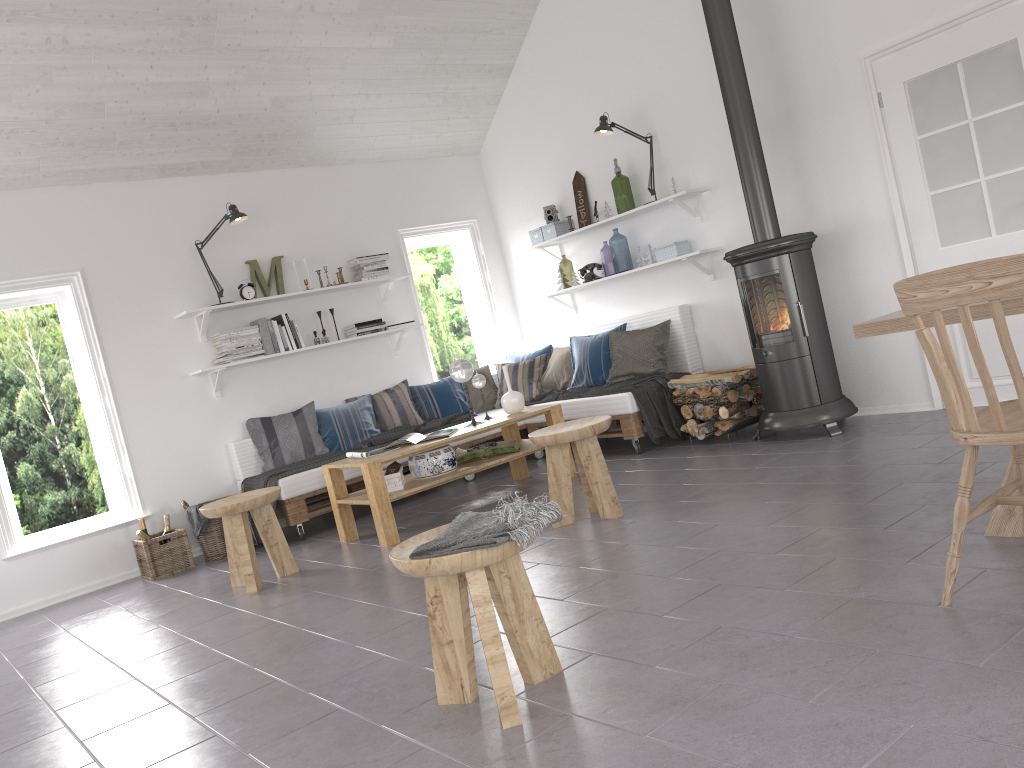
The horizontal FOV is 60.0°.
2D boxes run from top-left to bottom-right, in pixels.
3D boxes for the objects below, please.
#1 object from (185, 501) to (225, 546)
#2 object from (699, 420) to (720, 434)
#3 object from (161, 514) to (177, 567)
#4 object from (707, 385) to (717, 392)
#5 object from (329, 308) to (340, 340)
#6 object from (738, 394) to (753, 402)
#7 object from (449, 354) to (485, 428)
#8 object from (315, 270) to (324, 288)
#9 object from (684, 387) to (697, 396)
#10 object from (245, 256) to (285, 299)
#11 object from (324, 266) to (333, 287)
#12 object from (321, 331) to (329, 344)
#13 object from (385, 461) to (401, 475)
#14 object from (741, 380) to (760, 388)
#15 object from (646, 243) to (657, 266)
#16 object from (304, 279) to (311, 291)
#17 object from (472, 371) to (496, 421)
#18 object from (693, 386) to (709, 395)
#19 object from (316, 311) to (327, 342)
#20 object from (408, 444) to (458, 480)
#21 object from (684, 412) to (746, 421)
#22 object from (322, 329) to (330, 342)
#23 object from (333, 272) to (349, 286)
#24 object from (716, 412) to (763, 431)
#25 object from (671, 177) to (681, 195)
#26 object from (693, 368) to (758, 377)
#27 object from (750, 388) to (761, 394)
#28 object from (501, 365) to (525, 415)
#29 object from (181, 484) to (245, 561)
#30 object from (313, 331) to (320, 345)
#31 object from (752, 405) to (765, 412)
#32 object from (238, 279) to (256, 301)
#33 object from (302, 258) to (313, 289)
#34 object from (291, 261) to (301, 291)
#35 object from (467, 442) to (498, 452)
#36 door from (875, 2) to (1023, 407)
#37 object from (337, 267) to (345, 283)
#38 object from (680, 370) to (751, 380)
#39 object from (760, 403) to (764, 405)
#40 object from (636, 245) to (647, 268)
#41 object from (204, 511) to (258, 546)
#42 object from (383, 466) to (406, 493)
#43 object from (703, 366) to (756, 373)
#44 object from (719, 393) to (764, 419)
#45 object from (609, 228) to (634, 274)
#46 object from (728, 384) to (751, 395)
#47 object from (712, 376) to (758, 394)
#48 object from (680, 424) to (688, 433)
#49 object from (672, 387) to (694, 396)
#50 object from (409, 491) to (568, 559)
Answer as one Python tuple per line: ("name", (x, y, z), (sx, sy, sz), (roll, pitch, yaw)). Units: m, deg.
("object", (-1.964, 0.934, 5.867), (0.303, 0.332, 0.367), (-13, 3, 9))
("object", (1.451, 0.231, 5.888), (0.562, 0.056, 0.097), (-16, 4, -37))
("object", (-2.286, 1.050, 5.869), (0.127, 0.361, 0.094), (-16, 4, -37))
("object", (1.423, -0.010, 5.815), (0.425, 0.034, 0.044), (-16, 4, -37))
("object", (-1.362, -0.453, 6.837), (0.085, 0.259, 0.085), (-12, 3, 22))
("object", (1.343, 0.104, 5.845), (0.095, 0.063, 0.562), (-15, 4, -36))
("object", (-0.294, 0.037, 5.686), (0.155, 0.468, 0.155), (-11, 4, 32))
("object", (-1.457, -0.796, 6.738), (0.055, 0.153, 0.055), (-11, 4, 31))
("object", (1.337, 0.003, 5.953), (0.467, 0.060, 0.098), (-15, 4, -34))
("object", (-1.832, -0.781, 6.627), (0.330, 0.311, 0.052), (-16, 4, -37))
("object", (-1.399, -0.812, 6.723), (0.066, 0.160, 0.066), (-11, 4, 40))
("object", (-1.415, -0.352, 6.698), (0.058, 0.102, 0.032), (-16, 4, -42))
("object", (-0.722, 0.547, 5.324), (0.090, 0.139, 0.182), (-12, 3, 18))
("object", (1.441, 0.016, 5.918), (0.097, 0.057, 0.562), (-16, 4, -37))
("object", (1.010, -0.946, 6.453), (0.093, 0.161, 0.088), (-15, 3, -27))
("object", (-1.531, -0.737, 6.615), (0.088, 0.085, 0.088), (-14, 3, -14))
("object", (-0.197, 0.075, 5.868), (0.109, 0.329, 0.109), (-12, 3, 22))
("object", (1.390, -0.007, 5.880), (0.467, 0.068, 0.096), (-16, 4, -37))
("object", (-1.451, -0.430, 6.803), (0.085, 0.259, 0.085), (-12, 3, 22))
("object", (-0.486, 0.479, 5.458), (0.302, 0.161, 0.302), (-16, 4, -40))
("object", (1.326, 0.213, 5.833), (0.095, 0.069, 0.468), (-16, 4, -37))
("object", (-1.421, -0.362, 6.754), (0.058, 0.117, 0.032), (-15, 3, -26))
("object", (-1.320, -0.804, 6.788), (0.124, 0.100, 0.124), (-14, 3, -14))
("object", (1.522, 0.227, 5.792), (0.467, 0.060, 0.096), (-16, 4, -37))
("object", (1.125, -1.368, 6.143), (0.072, 0.142, 0.073), (-14, 3, -4))
("object", (1.416, -0.060, 5.930), (0.101, 0.070, 0.541), (-15, 4, -36))
("object", (1.445, 0.054, 5.958), (0.101, 0.070, 0.539), (-15, 4, -36))
("object", (-0.014, 0.038, 5.826), (0.155, 0.325, 0.155), (-12, 3, 24))
("object", (-1.952, 0.932, 5.938), (0.393, 0.432, 0.393), (-11, 4, 40))
("object", (-1.484, -0.345, 6.728), (0.032, 0.117, 0.058), (-12, 3, 27))
("object", (1.472, 0.173, 5.945), (0.095, 0.063, 0.562), (-15, 4, -36))
("object", (-1.916, -0.675, 6.411), (0.120, 0.165, 0.050), (-16, 4, -37))
("object", (-1.549, -0.829, 6.762), (0.084, 0.256, 0.084), (-12, 3, 22))
("object", (-1.634, -0.808, 6.755), (0.084, 0.256, 0.084), (-12, 3, 22))
("object", (-0.182, 0.402, 5.703), (0.176, 0.029, 0.195), (-15, 3, -27))
("door", (2.532, -0.867, 4.718), (0.101, 2.013, 0.902), (-16, 4, -37))
("object", (-1.321, -0.836, 6.883), (0.055, 0.153, 0.055), (-12, 3, 21))
("object", (1.329, -0.040, 5.875), (0.095, 0.074, 0.562), (-15, 4, -36))
("object", (1.552, 0.153, 6.013), (0.115, 0.078, 0.569), (-15, 4, -36))
("object", (0.955, -0.948, 6.577), (0.103, 0.178, 0.097), (-12, 3, 16))
("object", (-1.919, 0.938, 5.908), (0.290, 0.356, 0.349), (-16, 4, -42))
("object", (-0.721, 0.572, 5.260), (0.155, 0.102, 0.281), (-13, 3, -4))
("object", (1.476, -0.076, 5.987), (0.095, 0.063, 0.467), (-16, 4, -37))
("object", (1.533, 0.108, 5.763), (0.520, 0.142, 0.118), (-15, 4, -33))
("object", (0.810, -0.998, 6.638), (0.137, 0.335, 0.137), (-11, 4, 42))
("object", (1.342, 0.065, 5.881), (0.099, 0.082, 0.538), (-16, 4, -37))
("object", (1.472, -0.018, 5.764), (0.466, 0.088, 0.098), (-15, 4, -35))
("object", (1.359, 0.240, 6.098), (0.561, 0.056, 0.052), (-16, 4, -37))
("object", (1.282, 0.010, 6.016), (0.467, 0.061, 0.098), (-15, 4, -35))
("object", (-0.070, 0.393, 2.476), (0.348, 0.120, 0.462), (-12, 3, 24))
